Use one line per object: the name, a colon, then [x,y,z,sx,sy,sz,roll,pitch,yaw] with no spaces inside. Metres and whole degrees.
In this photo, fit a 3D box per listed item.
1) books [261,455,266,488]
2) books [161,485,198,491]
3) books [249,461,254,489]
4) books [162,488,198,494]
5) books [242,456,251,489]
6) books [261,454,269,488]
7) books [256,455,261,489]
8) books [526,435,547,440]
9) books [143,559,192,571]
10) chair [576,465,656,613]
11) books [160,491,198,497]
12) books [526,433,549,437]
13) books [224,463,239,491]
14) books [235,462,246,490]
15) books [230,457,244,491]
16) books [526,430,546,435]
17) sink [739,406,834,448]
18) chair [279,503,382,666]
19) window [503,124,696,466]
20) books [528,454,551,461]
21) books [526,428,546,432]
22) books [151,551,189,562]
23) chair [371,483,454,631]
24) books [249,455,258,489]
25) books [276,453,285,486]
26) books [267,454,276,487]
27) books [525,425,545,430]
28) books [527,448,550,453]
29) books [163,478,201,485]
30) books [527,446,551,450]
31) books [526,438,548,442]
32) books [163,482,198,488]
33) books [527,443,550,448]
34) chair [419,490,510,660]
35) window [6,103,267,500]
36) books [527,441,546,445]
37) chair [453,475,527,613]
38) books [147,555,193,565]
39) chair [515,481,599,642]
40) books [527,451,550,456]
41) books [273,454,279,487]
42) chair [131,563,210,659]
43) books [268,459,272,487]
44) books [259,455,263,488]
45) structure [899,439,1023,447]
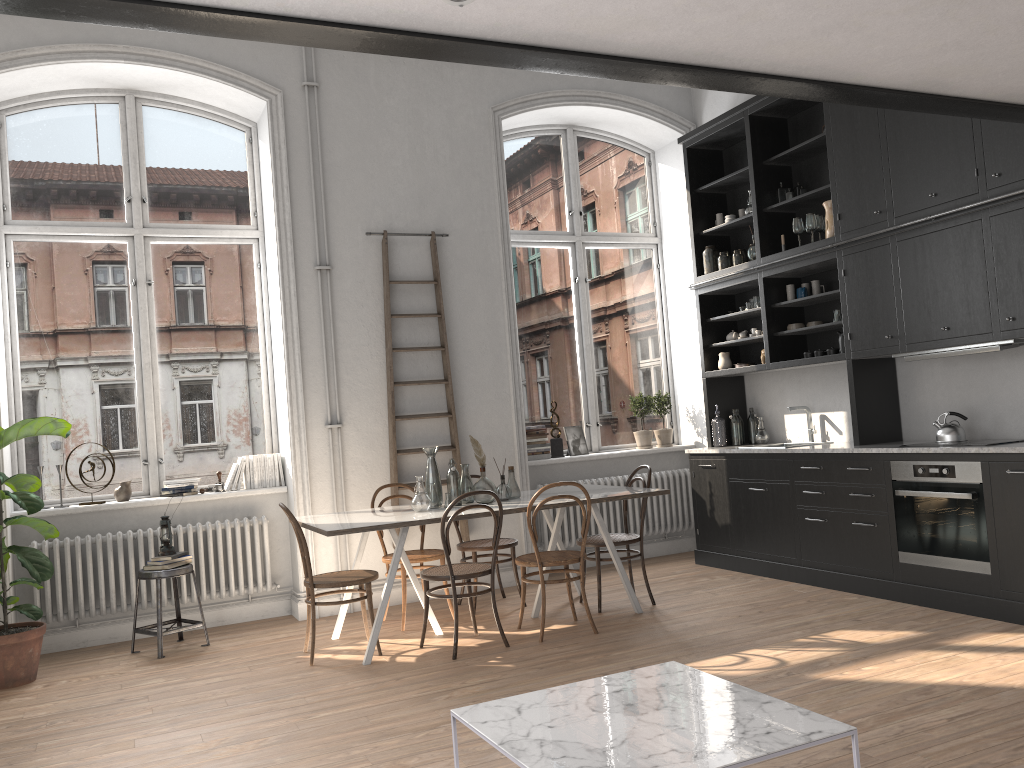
books: [-1.864,0.648,6.604,0.024,0.243,0.175,-3,-2,-25]
books: [-2.368,0.741,6.326,0.221,0.023,0.147,-4,-2,-9]
books: [-1.931,0.670,6.549,0.020,0.205,0.155,-3,-2,-25]
books: [-2.369,0.763,6.326,0.205,0.022,0.155,-4,-2,-5]
books: [-1.965,0.654,6.558,0.024,0.243,0.175,-3,-2,-25]
books: [-1.835,0.645,6.593,0.019,0.243,0.174,-3,-2,-25]
books: [-1.892,0.648,6.567,0.019,0.243,0.174,-3,-2,-25]
books: [0.171,0.455,7.513,0.205,0.022,0.155,-3,-3,-30]
books: [-2.230,1.169,5.754,0.194,0.034,0.246,-5,-3,15]
chair: [0.708,1.034,6.045,0.549,0.920,0.438,-4,-2,-12]
books: [-2.374,0.786,6.325,0.221,0.023,0.147,-6,-3,24]
books: [0.164,0.435,7.512,0.243,0.019,0.174,-3,-3,-25]
books: [-2.057,0.681,6.494,0.105,0.194,0.155,-3,-2,-26]
books: [-1.998,0.674,6.518,0.072,0.203,0.155,-3,-2,-25]
books: [-2.021,0.659,6.507,0.100,0.235,0.174,-3,-2,-25]
books: [0.155,0.414,7.509,0.231,0.023,0.162,-4,-2,-9]
sink: [2.089,0.430,6.727,0.514,0.504,0.526,-3,-2,-25]
chair: [-1.067,1.136,5.249,0.549,0.920,0.438,-4,-2,-17]
window: [4.744,-5.277,13.506,14.382,15.930,26.411,-3,-3,-25]
books: [0.173,0.620,7.491,0.248,0.043,0.192,-3,-3,-25]
books: [0.165,0.391,7.516,0.205,0.020,0.155,-3,-3,-25]
books: [-2.223,1.120,5.764,0.147,0.027,0.221,-5,-2,7]
chair: [-0.680,1.139,6.011,0.438,0.920,0.549,-3,-2,-27]
books: [-1.908,0.649,6.550,0.024,0.243,0.175,-3,-2,-25]
books: [-1.743,0.640,6.636,0.040,0.244,0.174,-3,-2,-25]
books: [-1.803,0.645,6.632,0.024,0.243,0.175,-3,-2,-25]
books: [0.155,0.371,7.522,0.201,0.024,0.159,-3,-3,-35]
books: [0.172,0.564,7.492,0.249,0.023,0.175,-3,-3,-24]
books: [-2.355,0.695,6.344,0.243,0.019,0.174,-4,-3,-15]
books: [0.173,0.546,7.511,0.255,0.014,0.193,-3,-3,-22]
books: [0.173,0.477,7.519,0.222,0.024,0.158,-3,-3,-25]
books: [-2.363,0.719,6.317,0.205,0.020,0.155,-3,-3,-35]
books: [0.170,0.525,7.512,0.245,0.028,0.194,-3,-3,-30]
chair: [-0.296,1.073,5.156,0.438,0.920,0.549,-3,-2,-29]
window: [-2.697,-0.645,6.470,1.622,2.842,0.013,-3,-2,-25]
books: [0.174,0.500,7.511,0.205,0.022,0.155,-4,-3,-11]
chair: [-0.194,1.115,6.323,0.438,0.920,0.549,-4,-2,-18]
books: [-2.223,1.143,5.762,0.163,0.029,0.232,-6,-3,36]
chair: [0.249,1.040,5.368,0.438,0.920,0.549,-4,-2,-14]
books: [0.173,0.587,7.491,0.249,0.023,0.175,-3,-3,-29]
books: [-1.772,0.642,6.625,0.024,0.243,0.175,-3,-2,-25]
chair: [-2.211,1.442,5.707,0.360,0.522,0.364,-6,-3,39]
books: [-1.814,0.663,6.603,0.020,0.205,0.155,-3,-2,-25]
books: [-1.881,0.649,6.591,0.019,0.243,0.174,-3,-2,-25]
structure: [2.708,0.354,5.305,0.427,0.011,0.592,-3,-3,-25]
